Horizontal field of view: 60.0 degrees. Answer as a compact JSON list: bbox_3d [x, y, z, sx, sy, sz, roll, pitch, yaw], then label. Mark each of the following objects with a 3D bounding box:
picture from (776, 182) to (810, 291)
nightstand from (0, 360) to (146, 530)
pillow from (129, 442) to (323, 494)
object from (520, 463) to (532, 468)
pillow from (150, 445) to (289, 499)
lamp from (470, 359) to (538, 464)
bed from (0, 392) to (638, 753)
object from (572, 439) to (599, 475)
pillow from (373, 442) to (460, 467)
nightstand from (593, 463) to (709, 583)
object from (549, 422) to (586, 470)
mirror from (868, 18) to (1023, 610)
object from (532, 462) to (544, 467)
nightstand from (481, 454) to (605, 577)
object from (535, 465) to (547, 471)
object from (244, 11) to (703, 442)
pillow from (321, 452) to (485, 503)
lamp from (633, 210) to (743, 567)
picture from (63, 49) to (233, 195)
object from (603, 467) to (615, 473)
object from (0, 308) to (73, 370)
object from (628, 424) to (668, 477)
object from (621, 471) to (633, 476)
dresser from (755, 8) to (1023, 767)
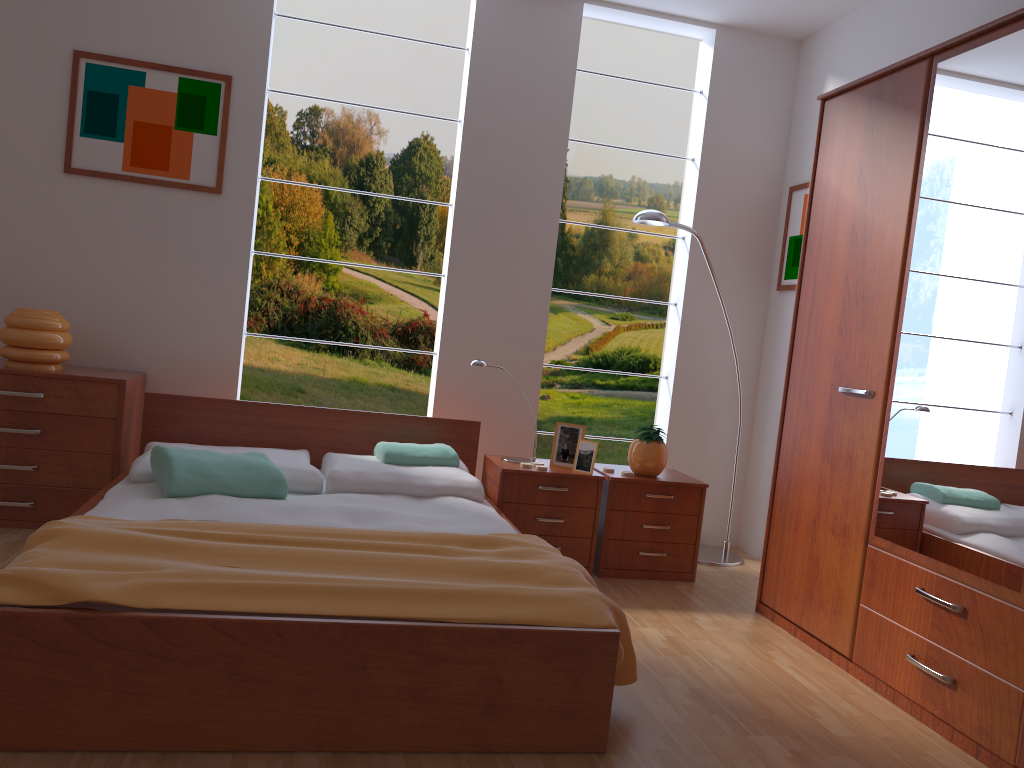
[{"bbox_3d":[1.433,-0.696,4.110,0.030,0.517,0.645,6,3,-13],"label":"picture"},{"bbox_3d":[-1.996,0.240,3.628,0.815,0.626,0.428,6,3,-13],"label":"nightstand"},{"bbox_3d":[-1.109,0.329,3.458,0.682,0.157,0.574,5,3,-19],"label":"pillow"},{"bbox_3d":[0.060,0.339,3.682,0.049,0.018,0.049,5,4,-26],"label":"object"},{"bbox_3d":[-1.028,0.315,3.118,0.425,0.164,0.334,4,4,-36],"label":"pillow"},{"bbox_3d":[-0.022,0.118,3.781,0.337,0.421,0.163,5,3,-25],"label":"lamp"},{"bbox_3d":[-0.581,0.463,2.921,1.632,0.560,1.990,6,3,-13],"label":"bed"},{"bbox_3d":[0.305,0.303,3.684,0.094,0.137,0.027,8,4,32],"label":"object"},{"bbox_3d":[-0.403,0.304,3.709,0.322,0.116,0.276,5,3,-16],"label":"pillow"},{"bbox_3d":[0.557,0.610,3.905,0.439,0.442,0.377,6,3,-13],"label":"nightstand"},{"bbox_3d":[0.237,0.264,3.774,0.131,0.191,0.037,7,3,17],"label":"object"},{"bbox_3d":[1.305,-0.228,2.470,0.037,1.556,0.681,6,3,-13],"label":"mirror"},{"bbox_3d":[0.111,0.341,3.737,0.049,0.018,0.049,5,4,-26],"label":"object"},{"bbox_3d":[0.106,0.566,3.801,0.439,0.442,0.377,6,3,-13],"label":"nightstand"},{"bbox_3d":[0.121,0.347,3.655,0.049,0.018,0.049,5,4,-26],"label":"object"},{"bbox_3d":[-0.115,-0.676,4.286,2.205,1.815,0.033,6,3,-13],"label":"object"},{"bbox_3d":[-0.452,0.392,3.630,0.630,0.182,0.574,6,3,-15],"label":"pillow"},{"bbox_3d":[0.856,0.041,4.147,0.799,1.603,0.387,4,4,-40],"label":"lamp"},{"bbox_3d":[-1.568,-1.125,3.839,0.645,0.517,0.030,6,3,-13],"label":"picture"},{"bbox_3d":[0.416,0.371,3.818,0.049,0.018,0.049,5,4,-26],"label":"object"},{"bbox_3d":[-1.935,-0.183,3.605,0.264,0.244,0.264,7,3,4],"label":"object"},{"bbox_3d":[0.589,0.286,3.831,0.169,0.223,0.170,4,4,-34],"label":"object"},{"bbox_3d":[0.489,0.382,3.766,0.049,0.018,0.049,5,4,-26],"label":"object"},{"bbox_3d":[1.492,0.005,2.483,0.487,2.004,2.017,6,3,-13],"label":"dresser"}]
